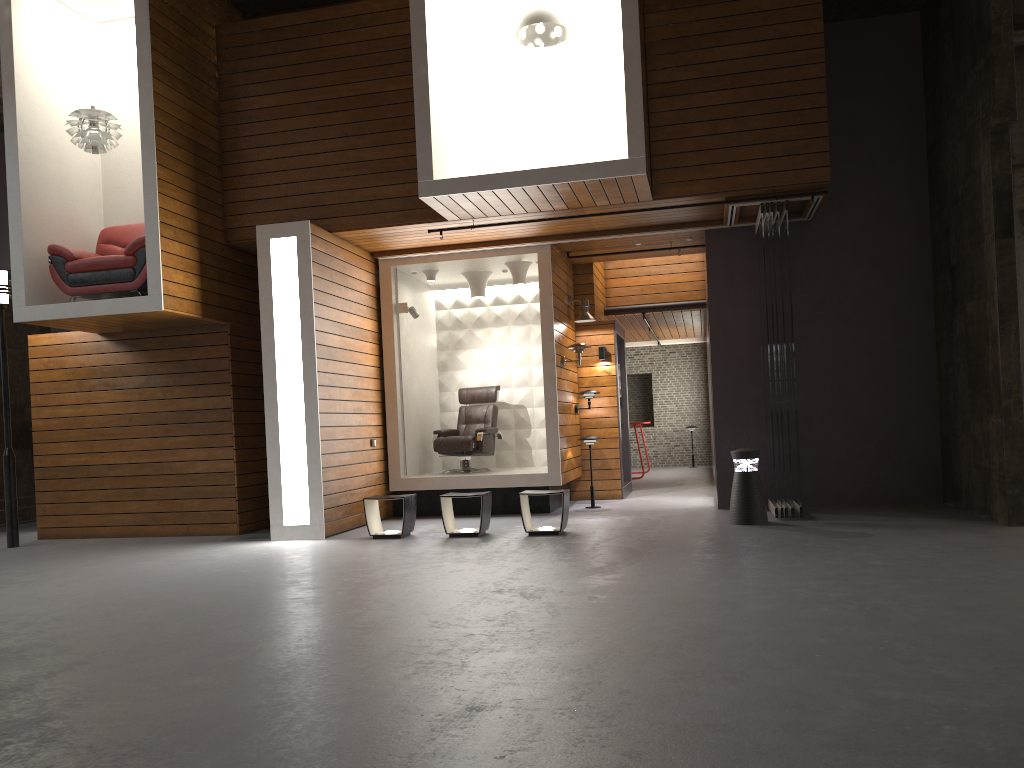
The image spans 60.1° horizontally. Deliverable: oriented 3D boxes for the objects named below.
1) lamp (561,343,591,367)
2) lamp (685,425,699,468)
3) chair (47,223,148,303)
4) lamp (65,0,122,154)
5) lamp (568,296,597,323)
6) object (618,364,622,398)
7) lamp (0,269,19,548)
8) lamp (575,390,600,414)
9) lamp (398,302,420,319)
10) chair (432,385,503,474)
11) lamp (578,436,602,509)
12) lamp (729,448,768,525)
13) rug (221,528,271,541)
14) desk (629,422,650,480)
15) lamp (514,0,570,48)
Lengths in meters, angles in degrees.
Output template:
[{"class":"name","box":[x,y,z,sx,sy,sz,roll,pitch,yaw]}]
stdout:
[{"class":"lamp","box":[0.748,-0.341,10.247,0.351,0.271,0.288,-3,-2,12]},{"class":"lamp","box":[3.699,1.278,18.150,0.288,0.862,0.287,-3,0,9]},{"class":"chair","box":[-3.850,-1.234,8.901,1.201,0.937,0.953,-3,-1,12]},{"class":"lamp","box":[-4.066,-3.130,8.549,0.511,1.774,0.488,-3,0,-24]},{"class":"lamp","box":[0.874,-0.940,10.978,0.346,0.331,0.294,-3,-1,14]},{"class":"object","box":[1.365,-0.034,12.683,0.380,0.478,0.048,-3,0,12]},{"class":"lamp","box":[-5.225,0.293,9.161,0.629,2.947,0.630,-3,0,-37]},{"class":"lamp","box":[0.951,0.215,11.118,0.327,0.297,0.288,-3,-1,12]},{"class":"lamp","box":[-1.202,-0.857,10.351,0.248,0.188,0.129,-2,-1,-19]},{"class":"chair","box":[-0.552,0.562,11.082,0.756,1.071,0.824,-3,-1,27]},{"class":"lamp","box":[0.937,1.031,10.451,0.287,0.862,0.288,-3,0,-2]},{"class":"lamp","box":[2.187,0.946,8.244,0.348,0.696,0.348,-3,-1,18]},{"class":"rug","box":[-2.478,1.575,9.539,0.540,0.014,1.578,-3,-3,12]},{"class":"desk","box":[2.061,1.201,16.075,0.844,0.985,1.717,-3,-2,12]},{"class":"lamp","box":[0.258,-3.762,8.310,0.530,0.986,0.530,-3,-1,25]}]
